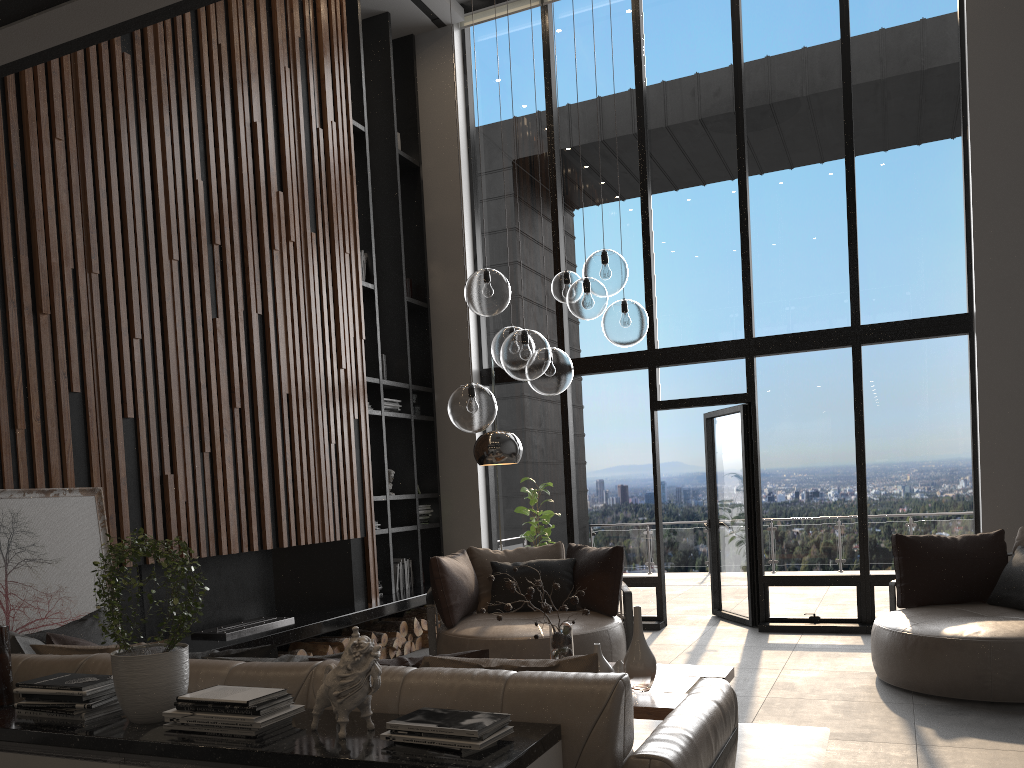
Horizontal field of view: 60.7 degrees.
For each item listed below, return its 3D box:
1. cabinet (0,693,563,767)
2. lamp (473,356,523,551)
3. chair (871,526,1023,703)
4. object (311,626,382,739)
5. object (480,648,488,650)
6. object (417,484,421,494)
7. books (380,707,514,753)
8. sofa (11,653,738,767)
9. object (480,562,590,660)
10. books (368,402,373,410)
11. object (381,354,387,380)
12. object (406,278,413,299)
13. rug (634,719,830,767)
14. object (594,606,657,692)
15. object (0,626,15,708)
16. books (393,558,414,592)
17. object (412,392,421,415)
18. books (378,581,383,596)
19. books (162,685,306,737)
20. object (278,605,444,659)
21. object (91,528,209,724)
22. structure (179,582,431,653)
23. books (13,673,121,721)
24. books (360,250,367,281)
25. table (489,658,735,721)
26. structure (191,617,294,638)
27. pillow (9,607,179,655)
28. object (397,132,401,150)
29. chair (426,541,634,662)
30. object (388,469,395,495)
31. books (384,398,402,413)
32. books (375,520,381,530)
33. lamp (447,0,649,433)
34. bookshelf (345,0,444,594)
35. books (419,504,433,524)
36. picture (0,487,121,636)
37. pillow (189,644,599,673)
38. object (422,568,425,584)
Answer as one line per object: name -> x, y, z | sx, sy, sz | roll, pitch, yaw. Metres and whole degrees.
cabinet -> -2.820, -0.136, 0.162 | 3.633, 3.243, 6.205 | -4, -5, 23
lamp -> -0.067, 0.958, 6.563 | 0.320, 2.336, 2.037 | -3, -2, 0
chair -> 2.997, 1.369, 5.389 | 1.452, 0.900, 1.478 | -7, -6, 40
object -> -0.446, 0.789, 2.335 | 0.208, 0.291, 0.135 | -4, 0, 43
object -> -0.167, 1.390, 4.255 | 0.154, 0.211, 0.077 | -4, 1, 34
object -> -0.991, 0.933, 8.476 | 0.131, 0.281, 0.252 | -3, -2, 16
books -> -0.159, 0.871, 2.209 | 0.295, 0.054, 0.183 | -7, -7, 28
sofa -> -0.687, 1.397, 3.701 | 3.257, 0.819, 1.877 | -6, -6, 24
object -> 0.109, 1.205, 4.449 | 0.542, 0.605, 0.317 | -3, 0, -6
books -> -1.380, 0.198, 7.560 | 0.328, 0.072, 0.175 | -6, -6, 23
object -> -1.203, -0.132, 7.982 | 0.104, 0.260, 0.103 | -3, 1, 3
object -> -1.017, -0.892, 8.457 | 0.102, 0.230, 0.101 | -3, 1, 8
rug -> 0.296, 1.821, 4.274 | 2.307, 0.020, 1.610 | -6, -8, 23
object -> 0.516, 1.242, 4.114 | 0.317, 0.399, 0.318 | -4, -2, 42
object -> -1.711, 0.930, 2.883 | 0.109, 0.268, 0.108 | -2, 1, 29
books -> -1.073, 1.765, 8.117 | 0.175, 0.287, 0.332 | -3, -3, 23
object -> -0.947, 0.201, 8.427 | 0.059, 0.234, 0.188 | -2, -1, 26
books -> -1.303, 1.792, 7.612 | 0.220, 0.127, 0.338 | -5, -6, 23
books -> -0.784, 0.918, 2.465 | 0.349, 0.100, 0.194 | -6, -6, 23
object -> -1.325, 2.043, 6.708 | 0.437, 0.390, 4.041 | -4, -7, 24
object -> -1.078, 0.710, 2.596 | 0.385, 0.577, 0.215 | -3, 1, 4
structure -> -1.965, 1.888, 5.687 | 0.669, 0.457, 6.537 | -5, -7, 23
books -> -1.381, 0.977, 2.731 | 0.326, 0.099, 0.205 | -6, -6, 24
books -> -1.416, -1.015, 7.520 | 0.186, 0.299, 0.367 | -3, -3, 23
table -> 0.309, 1.662, 4.396 | 1.458, 0.355, 0.898 | -6, -6, 24
structure -> -1.862, 1.707, 6.102 | 0.300, 0.103, 0.711 | -6, -7, 23
pillow -> -1.771, 1.287, 3.756 | 0.759, 0.547, 1.394 | 0, -6, -36
object -> -1.135, -2.267, 8.345 | 0.084, 0.261, 0.133 | -2, 1, 34
chair -> 0.115, 1.640, 6.360 | 1.440, 0.900, 1.491 | 1, -6, -40
object -> -1.148, 0.903, 8.020 | 0.137, 0.245, 0.137 | -3, 0, -26
books -> -1.177, 0.212, 8.001 | 0.219, 0.128, 0.323 | -5, -6, 23
books -> -1.310, 1.231, 7.579 | 0.219, 0.078, 0.323 | -6, -7, 23
lamp -> 0.074, -2.266, 4.249 | 1.234, 5.010, 1.222 | -2, 2, 21
bookshelf -> -1.245, -0.758, 7.947 | 0.339, 5.329, 1.449 | -2, 2, 24
books -> -0.946, 1.264, 8.466 | 0.218, 0.190, 0.374 | -4, -5, 24
picture -> -2.300, 1.019, 4.389 | 0.101, 1.000, 0.727 | -2, 0, 24
pillow -> -0.544, 1.136, 3.101 | 1.948, 0.500, 0.542 | -6, -4, 23
object -> -0.890, 1.804, 8.450 | 0.082, 0.267, 0.081 | -1, 2, 45
